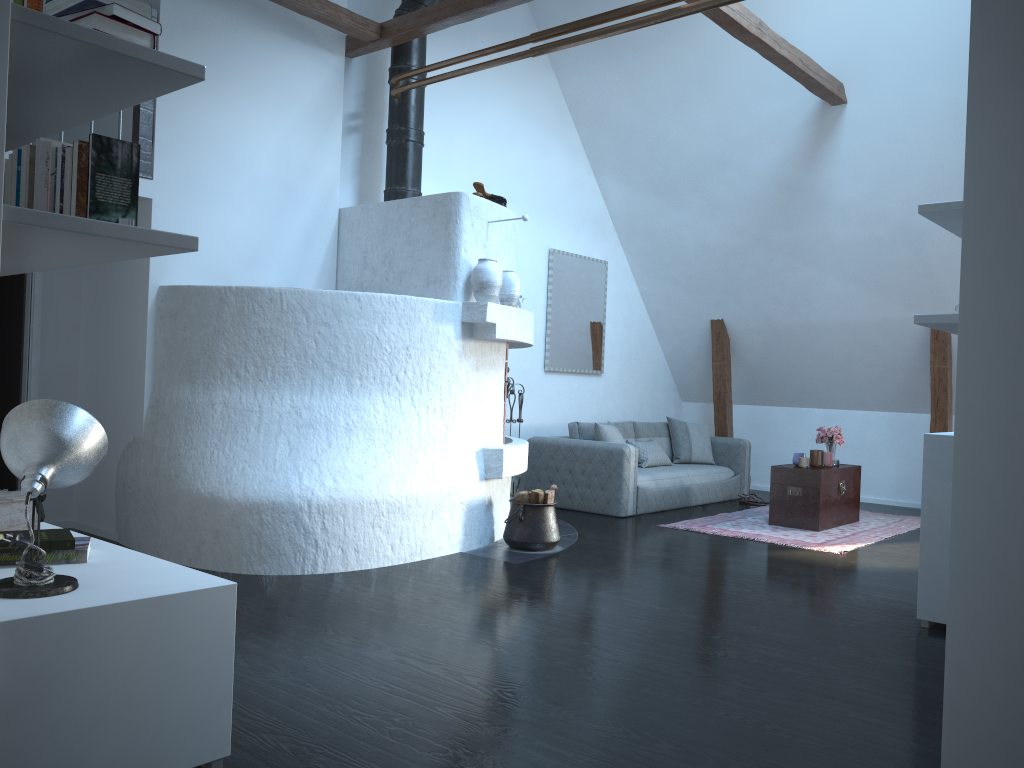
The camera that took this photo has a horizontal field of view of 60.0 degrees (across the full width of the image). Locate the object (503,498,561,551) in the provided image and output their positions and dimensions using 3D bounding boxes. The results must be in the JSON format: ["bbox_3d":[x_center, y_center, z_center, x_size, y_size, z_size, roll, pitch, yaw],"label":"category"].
[{"bbox_3d":[0.135,0.937,5.925,0.384,0.313,0.384,2,0,-23],"label":"object"}]

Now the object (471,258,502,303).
[{"bbox_3d":[-0.165,-0.649,5.747,0.203,0.314,0.203,2,0,24],"label":"object"}]

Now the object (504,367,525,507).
[{"bbox_3d":[-0.079,0.464,7.697,0.376,1.245,0.376,2,0,21],"label":"object"}]

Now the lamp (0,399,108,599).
[{"bbox_3d":[-1.230,0.279,2.302,0.259,0.481,0.303,2,0,3],"label":"lamp"}]

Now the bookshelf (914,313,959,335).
[{"bbox_3d":[2.034,-0.244,3.688,0.478,0.038,0.741,2,0,40],"label":"bookshelf"}]

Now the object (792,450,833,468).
[{"bbox_3d":[2.510,0.627,7.490,0.413,0.138,0.215,2,0,-38],"label":"object"}]

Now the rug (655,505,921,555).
[{"bbox_3d":[2.555,1.178,7.544,1.512,0.029,2.647,2,0,41],"label":"rug"}]

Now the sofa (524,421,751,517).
[{"bbox_3d":[1.300,0.754,8.666,1.107,0.770,2.458,2,0,40],"label":"sofa"}]

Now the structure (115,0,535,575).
[{"bbox_3d":[-1.257,-1.307,6.567,3.058,4.752,3.049,2,0,-41],"label":"structure"}]

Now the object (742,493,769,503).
[{"bbox_3d":[2.425,1.135,8.835,0.277,0.090,0.101,2,0,-3],"label":"object"}]

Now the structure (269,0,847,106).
[{"bbox_3d":[2.652,-2.580,3.184,10.230,3.562,15.910,2,0,-44],"label":"structure"}]

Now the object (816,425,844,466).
[{"bbox_3d":[2.769,0.530,7.739,0.235,0.351,0.234,2,0,0],"label":"object"}]

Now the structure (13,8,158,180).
[{"bbox_3d":[-2.613,-0.651,4.467,0.781,3.267,1.897,2,0,40],"label":"structure"}]

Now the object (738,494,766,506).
[{"bbox_3d":[2.349,1.132,8.693,0.277,0.090,0.101,2,0,29],"label":"object"}]

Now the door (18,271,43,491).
[{"bbox_3d":[-3.415,-0.096,5.088,0.698,2.074,1.433,2,0,0],"label":"door"}]

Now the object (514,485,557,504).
[{"bbox_3d":[0.144,0.854,5.904,0.270,0.370,0.240,2,0,40],"label":"object"}]

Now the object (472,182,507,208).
[{"bbox_3d":[-0.181,-1.283,6.242,0.311,0.094,0.783,2,0,26],"label":"object"}]

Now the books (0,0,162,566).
[{"bbox_3d":[-1.480,-0.301,2.669,1.387,1.622,0.393,2,0,35],"label":"books"}]

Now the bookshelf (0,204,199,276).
[{"bbox_3d":[-1.523,-0.390,2.591,1.471,0.038,0.478,2,0,40],"label":"bookshelf"}]

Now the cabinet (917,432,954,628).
[{"bbox_3d":[2.454,0.716,4.365,0.638,0.921,0.869,2,0,40],"label":"cabinet"}]

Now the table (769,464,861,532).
[{"bbox_3d":[2.600,0.940,7.552,0.471,0.492,0.962,2,0,40],"label":"table"}]

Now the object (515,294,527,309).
[{"bbox_3d":[0.039,-0.576,6.141,0.064,0.114,0.161,2,0,43],"label":"object"}]

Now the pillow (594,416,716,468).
[{"bbox_3d":[1.394,0.581,8.618,0.444,0.515,2.075,2,0,40],"label":"pillow"}]

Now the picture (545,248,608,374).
[{"bbox_3d":[0.664,-0.710,8.962,0.025,1.185,0.965,2,0,40],"label":"picture"}]

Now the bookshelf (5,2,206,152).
[{"bbox_3d":[-1.505,-0.832,2.591,1.471,0.038,0.478,2,0,40],"label":"bookshelf"}]

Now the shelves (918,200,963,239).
[{"bbox_3d":[2.332,-0.674,4.017,0.478,0.038,1.604,2,0,40],"label":"shelves"}]

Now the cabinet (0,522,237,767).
[{"bbox_3d":[-1.508,0.764,2.661,1.469,0.507,0.638,2,0,40],"label":"cabinet"}]

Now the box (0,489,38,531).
[{"bbox_3d":[-1.786,0.424,2.918,0.441,0.150,0.258,2,0,35],"label":"box"}]

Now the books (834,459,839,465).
[{"bbox_3d":[2.781,0.688,7.891,0.243,0.034,0.179,2,0,19],"label":"books"}]

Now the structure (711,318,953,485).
[{"bbox_3d":[7.105,0.397,5.954,12.350,1.963,1.023,2,0,40],"label":"structure"}]

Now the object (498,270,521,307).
[{"bbox_3d":[-0.023,-0.624,5.966,0.158,0.274,0.158,2,0,-10],"label":"object"}]

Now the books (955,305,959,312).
[{"bbox_3d":[1.953,-0.314,3.624,0.227,0.024,0.166,2,0,15],"label":"books"}]
